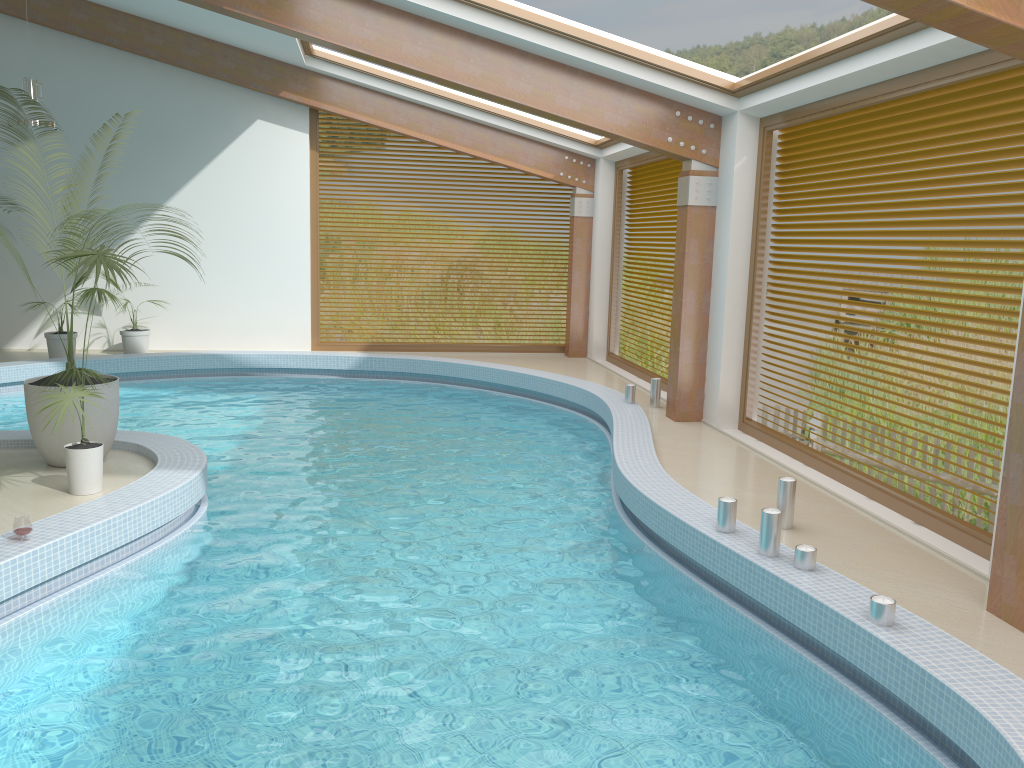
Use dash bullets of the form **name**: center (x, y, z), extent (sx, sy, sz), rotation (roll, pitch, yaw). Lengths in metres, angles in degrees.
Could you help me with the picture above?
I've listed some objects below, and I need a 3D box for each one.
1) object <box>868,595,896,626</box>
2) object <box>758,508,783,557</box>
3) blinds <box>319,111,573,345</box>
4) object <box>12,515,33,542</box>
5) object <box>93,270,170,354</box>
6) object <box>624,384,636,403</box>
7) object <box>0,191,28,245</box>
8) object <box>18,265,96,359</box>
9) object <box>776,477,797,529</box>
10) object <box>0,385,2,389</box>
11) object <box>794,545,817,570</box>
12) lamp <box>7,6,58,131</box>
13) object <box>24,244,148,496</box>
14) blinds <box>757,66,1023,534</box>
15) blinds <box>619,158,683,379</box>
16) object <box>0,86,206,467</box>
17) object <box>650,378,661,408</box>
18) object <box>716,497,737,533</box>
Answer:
- **object**: center (1.740, 1.064, 4.169), extent (0.115, 0.107, 0.115), rotation (9, 12, 39)
- **object**: center (1.466, 0.841, 5.033), extent (0.115, 0.254, 0.115), rotation (7, 11, 31)
- **blinds**: center (-0.985, -2.565, 14.168), extent (4.500, 4.025, 0.099), rotation (0, 9, -9)
- **object**: center (-2.708, 0.799, 4.909), extent (0.102, 0.137, 0.102), rotation (2, 9, -1)
- **object**: center (-5.441, -1.049, 12.659), extent (1.067, 1.310, 0.822), rotation (2, 9, 3)
- **object**: center (1.297, 0.101, 9.729), extent (0.115, 0.204, 0.115), rotation (7, 11, 31)
- **object**: center (-7.472, -1.689, 11.055), extent (2.729, 2.960, 2.979), rotation (-3, 10, -28)
- **object**: center (-6.117, -0.981, 12.118), extent (0.822, 1.310, 1.067), rotation (7, 11, 30)
- **object**: center (1.786, 0.776, 5.789), extent (0.115, 0.320, 0.115), rotation (9, 12, 39)
- **object**: center (-4.121, -0.154, 6.170), extent (1.059, 1.695, 0.791), rotation (6, 10, 26)
- **object**: center (1.606, 0.949, 4.855), extent (0.115, 0.107, 0.115), rotation (9, 12, 39)
- **lamp**: center (-5.471, -3.906, 10.025), extent (0.506, 1.958, 0.505), rotation (0, 9, -9)
- **object**: center (-2.840, -0.087, 5.987), extent (0.791, 1.695, 1.059), rotation (-2, 10, -22)
- **blinds**: center (2.873, -0.683, 6.746), extent (0.095, 2.921, 4.200), rotation (0, 9, -9)
- **blinds**: center (2.079, -1.500, 11.648), extent (0.095, 2.921, 4.200), rotation (0, 9, -9)
- **object**: center (-3.297, -0.829, 6.499), extent (2.979, 2.960, 2.729), rotation (3, 9, 8)
- **object**: center (1.610, 0.097, 9.948), extent (0.115, 0.320, 0.115), rotation (9, 12, 39)
- **object**: center (1.317, 0.801, 5.439), extent (0.115, 0.194, 0.115), rotation (7, 11, 31)
